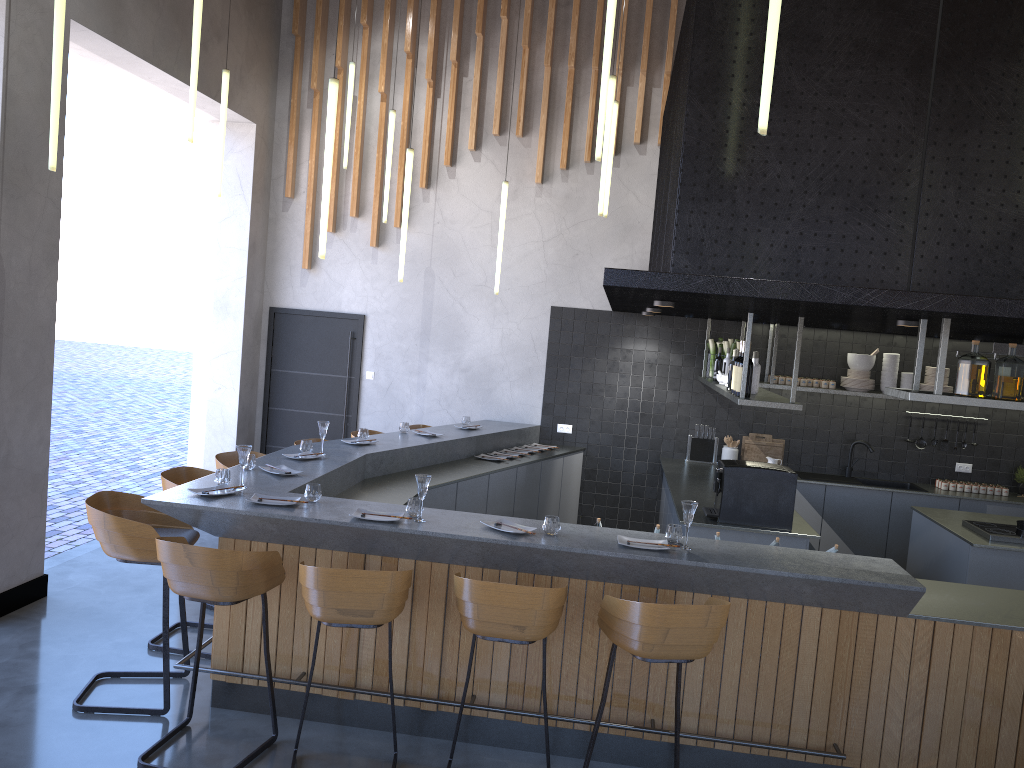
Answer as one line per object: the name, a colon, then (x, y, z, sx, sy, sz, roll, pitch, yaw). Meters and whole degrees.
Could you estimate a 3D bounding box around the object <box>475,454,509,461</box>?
object: (-0.161, 0.638, 7.609, 0.294, 0.025, 0.170, 6, 4, 22)

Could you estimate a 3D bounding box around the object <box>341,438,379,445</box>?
object: (-1.135, 0.438, 6.724, 0.170, 0.025, 0.294, 7, 5, 33)

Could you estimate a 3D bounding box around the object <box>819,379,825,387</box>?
object: (2.939, -0.005, 8.374, 0.062, 0.078, 0.062, 5, 4, 2)

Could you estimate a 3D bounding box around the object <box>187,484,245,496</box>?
object: (-1.516, 0.554, 4.614, 0.170, 0.025, 0.294, 7, 5, 32)

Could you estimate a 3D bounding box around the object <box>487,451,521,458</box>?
object: (-0.056, 0.632, 7.813, 0.294, 0.025, 0.170, 6, 4, 22)

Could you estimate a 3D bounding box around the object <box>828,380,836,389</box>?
object: (2.995, 0.006, 8.299, 0.062, 0.078, 0.062, 5, 4, 2)

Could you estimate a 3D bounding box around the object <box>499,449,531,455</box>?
object: (0.032, 0.625, 8.019, 0.294, 0.025, 0.170, 6, 4, 22)

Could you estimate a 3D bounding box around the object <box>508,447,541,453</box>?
object: (0.130, 0.619, 8.223, 0.294, 0.025, 0.170, 6, 4, 22)

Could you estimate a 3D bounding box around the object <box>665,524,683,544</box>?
object: (0.794, 0.737, 4.353, 0.086, 0.086, 0.086, 5, 4, 7)

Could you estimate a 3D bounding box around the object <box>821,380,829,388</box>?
object: (2.931, -0.001, 8.306, 0.062, 0.078, 0.062, 5, 4, 2)

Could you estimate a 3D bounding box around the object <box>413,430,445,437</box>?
object: (-0.728, 0.417, 7.512, 0.170, 0.025, 0.294, 1, 6, -45)

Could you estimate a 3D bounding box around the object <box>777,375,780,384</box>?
object: (2.546, -0.041, 8.419, 0.062, 0.078, 0.062, 5, 4, 2)

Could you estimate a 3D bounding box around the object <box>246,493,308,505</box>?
object: (-1.177, 0.592, 4.483, 0.294, 0.025, 0.170, 5, 4, 0)

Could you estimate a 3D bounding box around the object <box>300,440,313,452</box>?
object: (-1.408, 0.429, 6.074, 0.086, 0.086, 0.086, 8, 5, 34)

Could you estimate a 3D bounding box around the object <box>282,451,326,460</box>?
object: (-1.361, 0.477, 5.893, 0.170, 0.025, 0.294, 7, 5, 32)

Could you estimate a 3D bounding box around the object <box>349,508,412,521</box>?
object: (-0.632, 0.648, 4.335, 0.294, 0.025, 0.170, 5, 4, 5)

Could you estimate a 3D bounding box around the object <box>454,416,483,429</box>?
object: (-0.418, 0.362, 8.234, 0.269, 0.086, 0.319, 7, 5, 32)

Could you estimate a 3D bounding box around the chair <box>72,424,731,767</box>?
chair: (-1.126, 1.092, 5.853, 2.787, 1.047, 5.395, 4, 4, -16)

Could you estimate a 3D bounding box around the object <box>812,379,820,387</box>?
object: (2.873, -0.011, 8.381, 0.062, 0.078, 0.062, 5, 4, 2)

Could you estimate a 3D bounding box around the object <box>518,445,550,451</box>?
object: (0.226, 0.614, 8.411, 0.294, 0.025, 0.170, 6, 4, 22)

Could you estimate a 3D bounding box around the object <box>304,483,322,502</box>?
object: (-1.032, 0.564, 4.604, 0.086, 0.086, 0.086, 7, 5, 28)

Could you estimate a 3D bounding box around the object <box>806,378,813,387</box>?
object: (2.809, -0.017, 8.389, 0.062, 0.078, 0.062, 5, 4, 2)

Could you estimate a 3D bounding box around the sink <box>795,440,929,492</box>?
sink: (3.249, 0.806, 8.307, 1.111, 0.547, 0.498, 5, 4, 7)

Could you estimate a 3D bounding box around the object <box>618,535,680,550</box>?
object: (0.652, 0.765, 4.226, 0.294, 0.025, 0.170, 5, 4, 5)

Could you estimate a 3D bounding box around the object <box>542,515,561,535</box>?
object: (0.192, 0.689, 4.311, 0.086, 0.086, 0.086, 4, 4, -18)

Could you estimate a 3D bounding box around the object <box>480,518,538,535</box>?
object: (0.002, 0.703, 4.324, 0.294, 0.025, 0.170, 9, 6, 44)

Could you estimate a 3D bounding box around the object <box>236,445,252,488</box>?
object: (-1.450, 0.445, 4.780, 0.082, 0.227, 0.082, 3, 4, -22)

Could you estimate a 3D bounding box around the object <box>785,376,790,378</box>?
object: (2.611, -0.035, 8.412, 0.062, 0.078, 0.062, 5, 4, 2)

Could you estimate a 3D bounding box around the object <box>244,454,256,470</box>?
object: (-1.579, 0.468, 5.318, 0.086, 0.086, 0.086, 4, 4, -17)

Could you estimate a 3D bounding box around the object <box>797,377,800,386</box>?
object: (2.669, -0.025, 8.336, 0.062, 0.078, 0.062, 5, 4, 2)

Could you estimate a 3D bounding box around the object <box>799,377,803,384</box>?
object: (2.744, -0.023, 8.396, 0.062, 0.078, 0.062, 5, 4, 2)

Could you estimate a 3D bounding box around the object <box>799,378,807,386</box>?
object: (2.735, -0.019, 8.329, 0.062, 0.078, 0.062, 5, 4, 2)

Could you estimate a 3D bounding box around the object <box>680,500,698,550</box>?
object: (0.840, 0.677, 4.247, 0.082, 0.227, 0.082, 8, 5, 41)

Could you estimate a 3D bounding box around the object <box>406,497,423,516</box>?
object: (-0.490, 0.620, 4.462, 0.086, 0.086, 0.086, 5, 4, 7)

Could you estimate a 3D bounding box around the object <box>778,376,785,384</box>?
object: (2.538, -0.037, 8.352, 0.062, 0.078, 0.062, 5, 4, 2)

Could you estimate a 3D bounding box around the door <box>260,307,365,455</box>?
door: (-2.094, 0.266, 9.229, 1.012, 2.056, 0.137, 5, 4, 7)

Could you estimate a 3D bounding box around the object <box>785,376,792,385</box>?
object: (2.603, -0.031, 8.344, 0.062, 0.078, 0.062, 5, 4, 2)

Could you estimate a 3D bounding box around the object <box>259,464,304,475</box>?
object: (-1.395, 0.515, 5.307, 0.170, 0.025, 0.294, 1, 6, -45)

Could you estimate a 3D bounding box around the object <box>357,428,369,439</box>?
object: (-1.158, 0.392, 6.907, 0.086, 0.086, 0.086, 2, 5, -34)

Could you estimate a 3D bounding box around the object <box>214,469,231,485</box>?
object: (-1.564, 0.506, 4.795, 0.086, 0.086, 0.086, 8, 5, 34)

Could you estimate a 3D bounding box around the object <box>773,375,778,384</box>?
object: (2.470, -0.043, 8.360, 0.062, 0.078, 0.062, 6, 4, 12)

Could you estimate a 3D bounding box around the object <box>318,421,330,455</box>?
object: (-1.294, 0.369, 6.058, 0.082, 0.227, 0.082, 3, 4, -22)

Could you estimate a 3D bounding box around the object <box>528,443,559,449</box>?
object: (0.319, 0.609, 8.600, 0.294, 0.025, 0.170, 6, 4, 22)

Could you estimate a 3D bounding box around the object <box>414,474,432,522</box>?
object: (-0.444, 0.560, 4.356, 0.082, 0.227, 0.082, 8, 5, 41)

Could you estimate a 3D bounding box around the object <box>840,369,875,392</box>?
object: (3.247, -0.032, 8.325, 0.304, 0.195, 0.300, 6, 4, 18)

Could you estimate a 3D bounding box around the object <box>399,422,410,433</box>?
object: (-0.913, 0.370, 7.522, 0.086, 0.086, 0.086, 3, 4, -22)
